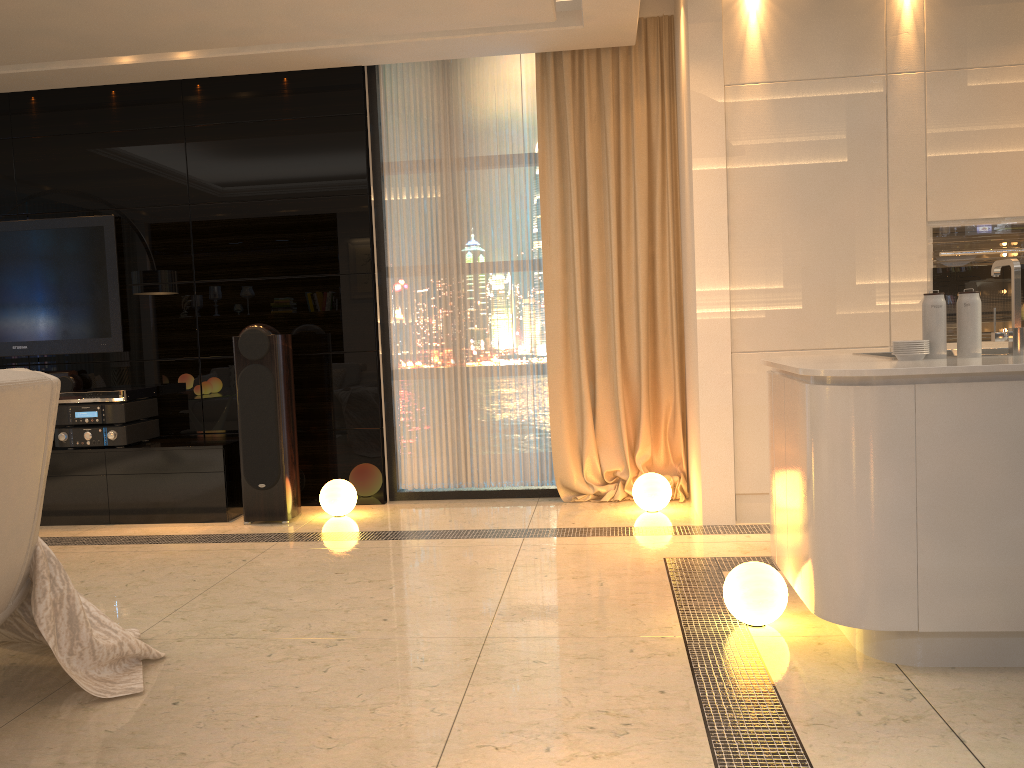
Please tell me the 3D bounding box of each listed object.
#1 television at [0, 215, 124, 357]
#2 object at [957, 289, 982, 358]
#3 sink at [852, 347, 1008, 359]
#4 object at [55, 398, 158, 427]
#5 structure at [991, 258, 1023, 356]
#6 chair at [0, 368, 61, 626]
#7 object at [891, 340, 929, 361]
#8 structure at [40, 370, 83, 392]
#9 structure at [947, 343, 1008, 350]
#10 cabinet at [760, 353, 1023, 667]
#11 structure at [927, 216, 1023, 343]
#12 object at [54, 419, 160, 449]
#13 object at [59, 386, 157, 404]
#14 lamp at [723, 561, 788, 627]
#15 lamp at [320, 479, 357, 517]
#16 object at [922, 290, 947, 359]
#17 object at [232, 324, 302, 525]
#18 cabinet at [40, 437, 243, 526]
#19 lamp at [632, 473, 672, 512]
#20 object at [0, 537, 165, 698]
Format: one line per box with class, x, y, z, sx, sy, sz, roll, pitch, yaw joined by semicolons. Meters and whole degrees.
television;-3.086;-0.594;5.540;1.358;0.839;0.055;-2;4;6
object;1.463;-0.195;2.839;0.071;0.219;0.071;-4;4;-17
sink;1.647;-0.038;3.119;0.738;0.152;0.485;-2;4;6
object;-2.438;0.171;5.318;0.446;0.130;0.407;-2;4;6
structure;1.589;-0.250;2.900;0.089;0.310;0.177;-2;4;6
chair;-1.758;0.472;2.395;0.983;0.991;1.027;-2;4;5
object;1.273;-0.108;2.834;0.111;0.062;0.111;-1;4;27
structure;-3.051;0.016;5.544;0.745;0.179;0.107;-2;4;6
structure;2.385;0.087;4.575;0.609;0.597;0.595;-2;4;6
cabinet;2.781;0.305;2.824;3.752;0.887;1.046;-2;4;6
structure;2.359;-0.521;4.536;0.609;0.597;0.595;-2;4;6
object;-2.434;0.301;5.320;0.446;0.130;0.419;-2;4;6
object;-2.438;0.070;5.332;0.441;0.070;0.371;-2;4;6
lamp;0.828;0.713;3.018;0.213;0.214;0.212;-5;4;-33
lamp;-1.003;0.656;5.125;0.213;0.214;0.212;-5;4;-33
object;1.357;-0.191;2.851;0.071;0.219;0.071;-3;4;-3
object;-1.385;0.213;5.156;0.285;1.127;0.468;-2;4;6
cabinet;-3.028;0.608;5.418;2.842;0.444;0.416;-2;4;6
lamp;0.771;0.596;4.889;0.213;0.214;0.212;-5;4;-33
object;-1.781;0.657;2.618;0.972;0.580;1.347;1;5;43
